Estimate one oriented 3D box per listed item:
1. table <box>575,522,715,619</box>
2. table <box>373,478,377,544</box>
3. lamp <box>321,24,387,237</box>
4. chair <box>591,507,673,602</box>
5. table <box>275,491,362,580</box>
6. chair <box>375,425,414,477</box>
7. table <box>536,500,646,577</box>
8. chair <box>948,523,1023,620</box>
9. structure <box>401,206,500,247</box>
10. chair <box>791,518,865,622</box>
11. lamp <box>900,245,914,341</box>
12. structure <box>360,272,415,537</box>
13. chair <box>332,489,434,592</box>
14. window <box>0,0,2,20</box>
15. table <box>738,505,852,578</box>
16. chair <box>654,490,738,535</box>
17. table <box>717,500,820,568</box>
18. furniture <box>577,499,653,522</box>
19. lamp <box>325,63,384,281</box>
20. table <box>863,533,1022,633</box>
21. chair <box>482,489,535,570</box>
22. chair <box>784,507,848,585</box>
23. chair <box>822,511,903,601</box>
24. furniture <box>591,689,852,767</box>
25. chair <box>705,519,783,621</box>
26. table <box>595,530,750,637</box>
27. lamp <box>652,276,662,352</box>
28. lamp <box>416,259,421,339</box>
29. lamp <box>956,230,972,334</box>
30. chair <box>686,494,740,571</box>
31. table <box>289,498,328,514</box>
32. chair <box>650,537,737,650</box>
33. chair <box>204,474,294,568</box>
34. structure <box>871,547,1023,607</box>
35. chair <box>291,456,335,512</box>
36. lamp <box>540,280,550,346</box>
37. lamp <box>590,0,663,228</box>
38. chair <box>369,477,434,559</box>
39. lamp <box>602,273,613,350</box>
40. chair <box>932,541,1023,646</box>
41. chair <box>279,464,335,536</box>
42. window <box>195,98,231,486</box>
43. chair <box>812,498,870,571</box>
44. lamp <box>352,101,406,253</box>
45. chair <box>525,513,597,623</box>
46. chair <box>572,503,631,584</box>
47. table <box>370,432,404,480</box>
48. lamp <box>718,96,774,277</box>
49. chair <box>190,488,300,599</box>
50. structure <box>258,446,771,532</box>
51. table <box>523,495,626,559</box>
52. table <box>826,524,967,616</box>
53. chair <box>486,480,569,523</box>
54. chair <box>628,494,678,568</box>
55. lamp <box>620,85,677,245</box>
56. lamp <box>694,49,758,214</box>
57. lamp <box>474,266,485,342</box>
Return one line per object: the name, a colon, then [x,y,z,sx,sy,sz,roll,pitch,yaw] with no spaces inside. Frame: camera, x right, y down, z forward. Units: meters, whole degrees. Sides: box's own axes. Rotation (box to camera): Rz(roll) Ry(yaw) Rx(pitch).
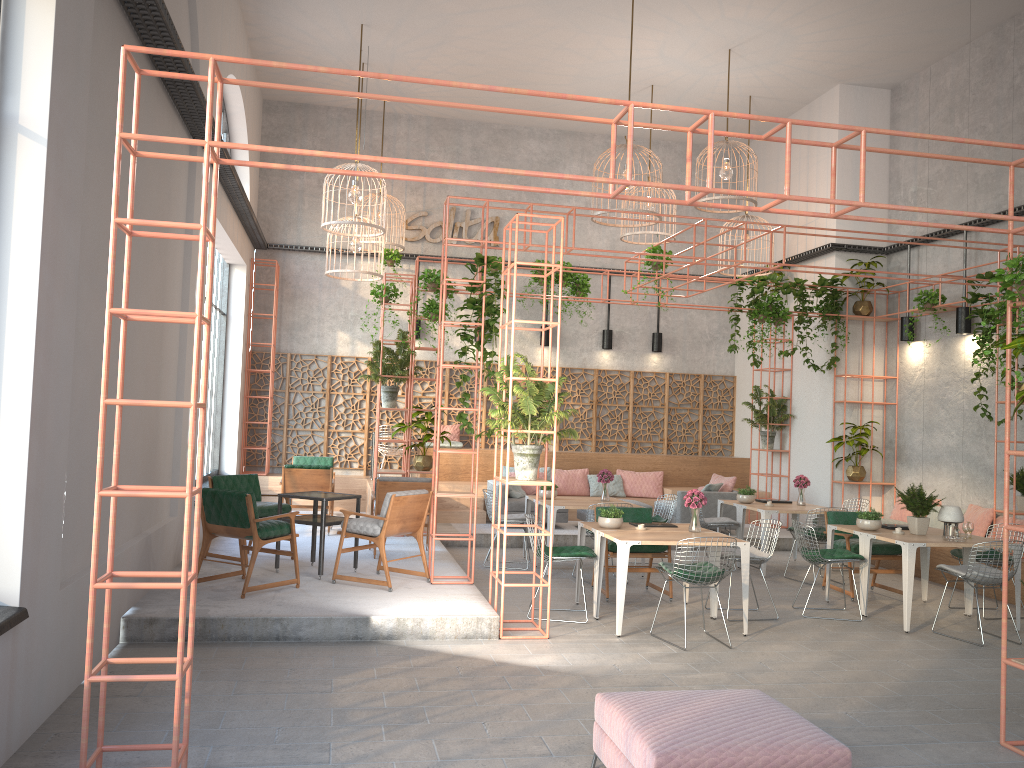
table: [1.310,1.830,8.780,1.205,0.830,0.694,3,-2,-11]
table: [-1.506,1.653,11.584,0.602,0.798,0.635,3,-2,-11]
lamp: [-2.143,-3.874,12.433,0.883,3.476,0.883,0,-3,42]
chair: [1.273,1.805,9.515,0.722,0.917,0.685,3,-2,-11]
table: [-1.992,1.532,9.093,0.635,0.798,0.602,1,-3,29]
chair: [-1.786,1.097,13.456,0.565,0.941,0.717,2,-2,-2]
table: [0.953,1.890,10.896,1.214,0.830,0.694,3,-2,-11]
chair: [5.006,1.938,9.314,0.717,0.941,0.565,3,-2,-10]
structure: [-1.111,-2.882,16.141,1.807,0.695,0.087,3,-2,-11]
chair: [3.186,1.853,8.955,0.717,0.941,0.565,2,-2,5]
lamp: [5.871,-1.350,13.142,0.185,1.425,0.179,3,-2,-11]
structure: [-1.795,0.265,12.288,0.722,3.623,0.748,3,-2,-11]
chair: [-1.244,1.489,8.688,0.685,0.914,0.722,1,-3,29]
window: [-2.352,-1.716,2.622,0.089,5.538,4.127,3,-2,-11]
table: [3.636,2.015,11.412,1.214,0.830,0.694,3,-2,-11]
chair: [2.932,1.986,14.055,1.052,0.672,1.127,3,-2,-11]
table: [3.499,2.038,12.094,1.205,0.830,0.694,3,-2,-11]
furniture: [1.597,2.041,13.904,0.975,0.446,0.941,3,-2,-11]
lamp: [-2.373,-3.392,13.781,0.883,3.476,0.883,0,-3,42]
table: [4.175,1.923,8.642,1.214,0.830,0.694,3,-2,-11]
chair: [-0.035,1.819,11.207,0.717,0.941,0.565,2,-2,5]
chair: [3.752,1.955,10.924,0.565,0.941,0.717,3,-2,-15]
chair: [4.000,1.934,10.058,0.722,0.917,0.685,3,-2,-11]
furniture: [0.987,1.828,4.364,0.976,0.446,0.941,3,-2,-11]
chair: [2.279,1.810,8.770,0.717,0.941,0.565,3,-2,-10]
table: [1.447,1.807,8.098,1.214,0.830,0.694,3,-2,-11]
lamp: [2.761,-1.318,16.757,0.179,1.436,0.185,3,-2,-11]
lamp: [-1.710,-1.527,15.895,0.185,1.436,0.185,1,-3,30]
lamp: [6.102,-1.390,11.957,0.185,1.425,0.179,3,-2,-11]
chair: [2.648,1.945,11.725,0.717,0.941,0.565,2,-2,5]
table: [-2.980,1.653,12.993,0.602,0.798,0.635,3,-2,-11]
chair: [1.564,1.734,7.610,0.565,0.941,0.717,3,-2,-15]
chair: [-2.863,1.465,9.698,0.685,0.917,0.722,1,-3,29]
structure: [8.142,2.396,12.028,5.831,0.500,4.386,3,-2,-11]
chair: [-3.182,1.626,14.074,0.722,0.929,0.685,3,-2,-11]
lamp: [0.634,-1.417,16.347,0.185,1.436,0.185,1,-3,30]
lamp: [1.493,-3.785,11.144,0.883,3.476,0.883,0,-3,42]
chair: [-1.303,1.553,10.507,0.722,0.929,0.685,3,-2,-11]
lamp: [1.800,-1.363,16.572,0.185,1.436,0.185,1,-3,30]
chair: [4.291,1.863,8.154,0.565,0.941,0.717,3,-2,-15]
chair: [-2.808,1.562,12.149,0.722,0.929,0.685,3,-2,-11]
window: [-4.220,-1.393,12.229,0.089,5.544,4.126,3,-2,-11]
chair: [4.467,2.031,12.084,0.717,0.941,0.565,3,-2,-10]
lamp: [-2.205,-4.049,15.185,0.883,3.476,0.883,0,-3,42]
chair: [0.459,1.724,8.411,0.717,0.941,0.565,2,-2,5]
chair: [1.070,1.830,10.407,0.565,0.941,0.717,3,-2,-15]
table: [-2.083,1.224,15.045,0.602,0.798,0.635,3,-2,-11]
lamp: [3.876,-3.553,14.539,0.883,3.476,0.883,0,-3,42]
chair: [-2.435,1.420,8.149,0.722,0.914,0.685,1,-3,29]
structure: [0.171,1.684,14.546,9.152,1.111,3.396,3,-2,-11]
table: [0.817,1.912,11.577,1.205,0.830,0.694,3,-2,-11]
table: [4.038,1.946,9.325,1.205,0.830,0.694,3,-2,-11]
chair: [0.229,1.833,13.950,1.127,0.586,1.056,3,-2,-11]
chair: [1.785,1.905,11.566,0.717,0.941,0.565,3,-2,-10]
lamp: [2.240,-4.047,14.261,0.883,3.476,0.883,0,-3,42]
lamp: [3.135,-4.289,12.815,0.883,3.476,0.883,0,-3,42]
lamp: [-0.567,-1.473,16.115,0.185,1.436,0.185,1,-3,30]
